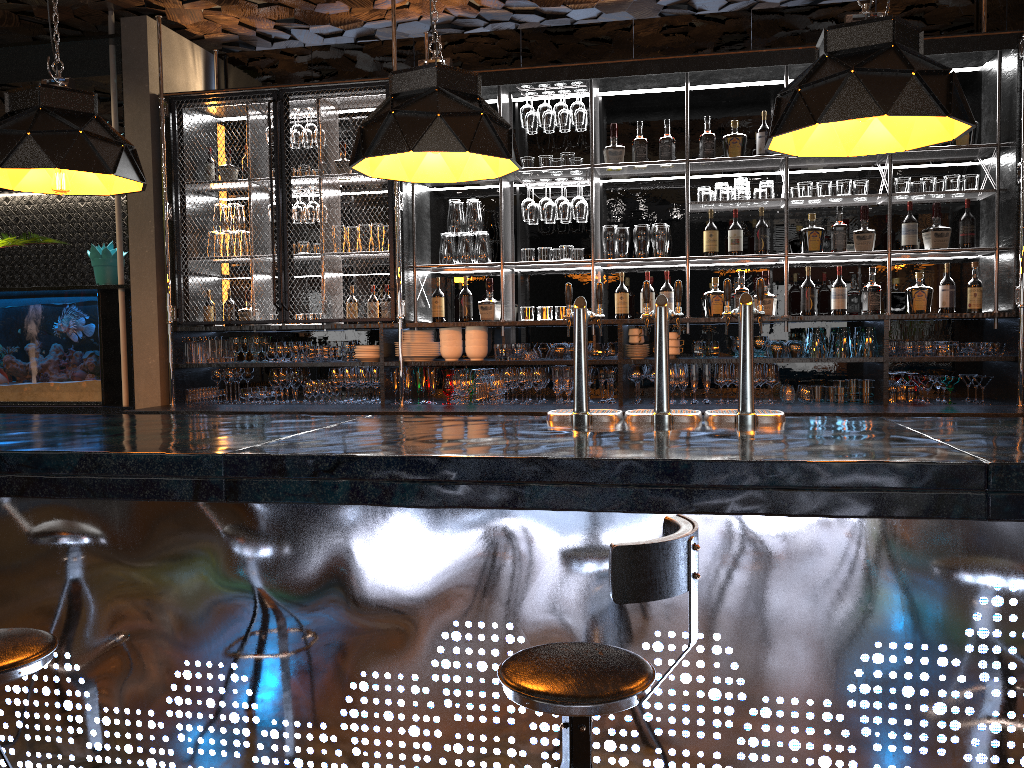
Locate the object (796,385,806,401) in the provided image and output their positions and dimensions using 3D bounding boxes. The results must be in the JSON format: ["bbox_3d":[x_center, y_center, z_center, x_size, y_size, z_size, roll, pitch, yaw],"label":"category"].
[{"bbox_3d":[1.754,0.055,5.360,0.067,0.099,0.067,-2,3,-17],"label":"object"}]

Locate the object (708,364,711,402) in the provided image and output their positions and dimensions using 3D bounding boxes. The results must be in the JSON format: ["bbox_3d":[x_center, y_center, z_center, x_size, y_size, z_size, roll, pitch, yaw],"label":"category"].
[{"bbox_3d":[1.187,-0.005,5.375,0.049,0.231,0.049,0,3,19],"label":"object"}]

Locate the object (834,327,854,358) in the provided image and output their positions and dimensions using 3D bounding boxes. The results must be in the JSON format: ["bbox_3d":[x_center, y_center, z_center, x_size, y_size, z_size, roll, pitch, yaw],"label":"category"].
[{"bbox_3d":[1.890,-0.238,5.044,0.115,0.172,0.101,-1,3,-4],"label":"object"}]

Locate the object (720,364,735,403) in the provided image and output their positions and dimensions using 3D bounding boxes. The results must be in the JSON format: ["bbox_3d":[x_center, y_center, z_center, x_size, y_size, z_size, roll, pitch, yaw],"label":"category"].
[{"bbox_3d":[1.305,-0.004,5.360,0.091,0.229,0.091,1,4,32],"label":"object"}]

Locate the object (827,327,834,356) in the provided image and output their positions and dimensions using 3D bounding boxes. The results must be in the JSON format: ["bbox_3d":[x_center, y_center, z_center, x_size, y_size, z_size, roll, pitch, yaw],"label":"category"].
[{"bbox_3d":[1.931,-0.251,5.288,0.101,0.172,0.115,0,3,16],"label":"object"}]

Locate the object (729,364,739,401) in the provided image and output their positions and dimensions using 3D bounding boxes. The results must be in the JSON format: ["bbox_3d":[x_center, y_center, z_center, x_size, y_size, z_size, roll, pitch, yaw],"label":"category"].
[{"bbox_3d":[1.382,-0.011,5.460,0.091,0.229,0.091,-2,3,-27],"label":"object"}]

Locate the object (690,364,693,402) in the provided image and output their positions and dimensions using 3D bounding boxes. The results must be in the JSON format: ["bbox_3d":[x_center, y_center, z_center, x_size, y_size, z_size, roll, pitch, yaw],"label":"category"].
[{"bbox_3d":[1.121,-0.008,5.452,0.049,0.231,0.049,-1,3,1],"label":"object"}]

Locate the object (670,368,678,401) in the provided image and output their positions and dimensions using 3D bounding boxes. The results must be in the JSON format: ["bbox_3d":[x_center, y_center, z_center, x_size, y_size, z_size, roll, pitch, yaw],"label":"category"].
[{"bbox_3d":[1.006,-0.012,5.534,0.058,0.234,0.058,0,3,14],"label":"object"}]

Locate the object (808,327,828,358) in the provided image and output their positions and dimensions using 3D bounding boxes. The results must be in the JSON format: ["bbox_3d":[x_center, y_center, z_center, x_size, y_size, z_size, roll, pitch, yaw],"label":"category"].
[{"bbox_3d":[1.752,-0.238,5.081,0.115,0.172,0.101,2,4,41],"label":"object"}]

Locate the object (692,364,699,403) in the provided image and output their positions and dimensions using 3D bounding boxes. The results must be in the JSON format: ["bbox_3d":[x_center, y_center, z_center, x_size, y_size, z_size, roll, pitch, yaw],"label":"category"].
[{"bbox_3d":[1.114,-0.004,5.387,0.049,0.231,0.049,-4,4,-42],"label":"object"}]

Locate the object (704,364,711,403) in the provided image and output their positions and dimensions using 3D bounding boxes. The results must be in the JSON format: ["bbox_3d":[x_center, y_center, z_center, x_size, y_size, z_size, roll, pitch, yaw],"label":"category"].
[{"bbox_3d":[1.169,-0.001,5.312,0.049,0.231,0.049,0,3,15],"label":"object"}]

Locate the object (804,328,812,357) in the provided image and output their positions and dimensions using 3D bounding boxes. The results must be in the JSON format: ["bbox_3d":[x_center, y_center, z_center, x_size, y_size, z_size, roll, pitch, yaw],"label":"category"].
[{"bbox_3d":[1.770,-0.244,5.200,0.115,0.172,0.101,0,3,21],"label":"object"}]

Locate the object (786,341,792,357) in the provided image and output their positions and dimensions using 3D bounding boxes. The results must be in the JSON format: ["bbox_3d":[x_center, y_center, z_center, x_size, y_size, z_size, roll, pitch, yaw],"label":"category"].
[{"bbox_3d":[1.664,-0.207,5.233,0.098,0.097,0.098,1,4,36],"label":"object"}]

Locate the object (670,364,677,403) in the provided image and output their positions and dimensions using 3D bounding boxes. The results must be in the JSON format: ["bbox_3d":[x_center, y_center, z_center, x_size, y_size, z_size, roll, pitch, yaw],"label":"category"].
[{"bbox_3d":[0.976,-0.003,5.380,0.058,0.234,0.058,1,4,34],"label":"object"}]

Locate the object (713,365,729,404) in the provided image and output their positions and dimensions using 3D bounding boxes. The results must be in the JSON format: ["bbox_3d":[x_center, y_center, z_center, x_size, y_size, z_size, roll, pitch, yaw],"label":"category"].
[{"bbox_3d":[1.240,0.003,5.252,0.091,0.229,0.091,-1,3,-3],"label":"object"}]

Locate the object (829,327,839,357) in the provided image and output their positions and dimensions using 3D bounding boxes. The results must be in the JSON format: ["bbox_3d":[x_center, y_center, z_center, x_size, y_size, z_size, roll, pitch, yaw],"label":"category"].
[{"bbox_3d":[1.910,-0.245,5.170,0.101,0.172,0.115,2,4,41],"label":"object"}]

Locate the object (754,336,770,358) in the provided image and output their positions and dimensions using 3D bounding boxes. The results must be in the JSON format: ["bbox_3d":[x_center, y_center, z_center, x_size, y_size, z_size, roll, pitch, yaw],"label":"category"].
[{"bbox_3d":[1.455,-0.217,5.195,0.108,0.126,0.108,-4,4,-44],"label":"object"}]

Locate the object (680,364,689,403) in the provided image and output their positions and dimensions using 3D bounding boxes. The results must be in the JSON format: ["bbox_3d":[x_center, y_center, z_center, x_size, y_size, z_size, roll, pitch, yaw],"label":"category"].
[{"bbox_3d":[1.043,-0.004,5.386,0.058,0.234,0.058,2,4,44],"label":"object"}]

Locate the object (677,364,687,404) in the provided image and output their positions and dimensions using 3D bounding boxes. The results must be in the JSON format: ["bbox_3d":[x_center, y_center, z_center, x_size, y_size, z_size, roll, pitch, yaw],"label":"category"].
[{"bbox_3d":[1.016,0.001,5.295,0.058,0.234,0.058,0,3,15],"label":"object"}]

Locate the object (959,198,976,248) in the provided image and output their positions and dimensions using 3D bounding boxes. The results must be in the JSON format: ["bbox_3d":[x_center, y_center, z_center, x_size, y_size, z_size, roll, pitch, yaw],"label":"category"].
[{"bbox_3d":[2.626,-0.919,5.114,0.086,0.299,0.086,-3,4,-30],"label":"object"}]

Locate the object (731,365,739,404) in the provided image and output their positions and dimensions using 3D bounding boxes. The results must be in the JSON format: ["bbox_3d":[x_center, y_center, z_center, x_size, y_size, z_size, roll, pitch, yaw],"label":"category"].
[{"bbox_3d":[1.342,0.002,5.237,0.091,0.229,0.091,-3,4,-31],"label":"object"}]

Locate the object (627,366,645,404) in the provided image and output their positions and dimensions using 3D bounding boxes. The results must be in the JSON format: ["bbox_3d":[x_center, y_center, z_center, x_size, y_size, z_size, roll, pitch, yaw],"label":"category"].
[{"bbox_3d":[0.750,0.005,5.353,0.108,0.227,0.108,-1,3,3],"label":"object"}]

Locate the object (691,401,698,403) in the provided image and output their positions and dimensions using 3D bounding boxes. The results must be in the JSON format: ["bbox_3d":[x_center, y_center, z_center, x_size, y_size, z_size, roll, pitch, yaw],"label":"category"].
[{"bbox_3d":[1.095,-0.001,5.328,0.049,0.231,0.049,0,3,20],"label":"object"}]

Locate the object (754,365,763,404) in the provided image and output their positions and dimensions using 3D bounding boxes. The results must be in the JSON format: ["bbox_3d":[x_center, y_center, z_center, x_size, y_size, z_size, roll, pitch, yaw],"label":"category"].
[{"bbox_3d":[1.431,0.002,5.218,0.091,0.229,0.091,2,4,38],"label":"object"}]

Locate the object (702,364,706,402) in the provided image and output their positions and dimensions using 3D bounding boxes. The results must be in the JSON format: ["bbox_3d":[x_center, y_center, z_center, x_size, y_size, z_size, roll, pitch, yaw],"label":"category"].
[{"bbox_3d":[1.188,-0.008,5.435,0.049,0.231,0.049,0,3,14],"label":"object"}]

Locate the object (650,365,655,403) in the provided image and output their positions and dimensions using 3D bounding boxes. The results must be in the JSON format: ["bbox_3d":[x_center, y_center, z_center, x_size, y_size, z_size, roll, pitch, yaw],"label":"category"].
[{"bbox_3d":[0.889,-0.002,5.448,0.108,0.227,0.108,-2,3,-24],"label":"object"}]

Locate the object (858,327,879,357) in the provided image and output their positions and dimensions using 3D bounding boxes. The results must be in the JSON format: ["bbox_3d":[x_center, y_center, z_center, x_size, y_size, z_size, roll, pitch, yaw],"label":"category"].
[{"bbox_3d":[2.022,-0.238,5.026,0.101,0.172,0.115,2,4,41],"label":"object"}]

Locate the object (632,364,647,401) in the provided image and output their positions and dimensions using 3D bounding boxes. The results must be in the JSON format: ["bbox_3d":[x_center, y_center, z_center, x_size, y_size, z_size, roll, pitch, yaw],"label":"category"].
[{"bbox_3d":[0.802,-0.009,5.589,0.108,0.227,0.108,2,4,42],"label":"object"}]

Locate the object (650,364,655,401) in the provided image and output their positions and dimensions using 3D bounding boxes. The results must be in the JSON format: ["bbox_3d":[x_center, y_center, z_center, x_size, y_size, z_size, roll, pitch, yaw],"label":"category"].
[{"bbox_3d":[0.913,-0.009,5.567,0.108,0.227,0.108,-4,4,-43],"label":"object"}]

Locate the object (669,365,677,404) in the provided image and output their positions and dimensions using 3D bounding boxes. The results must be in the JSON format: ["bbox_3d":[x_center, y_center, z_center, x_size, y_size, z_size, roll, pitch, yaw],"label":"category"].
[{"bbox_3d":[0.957,0.002,5.297,0.058,0.234,0.058,-3,4,-36],"label":"object"}]

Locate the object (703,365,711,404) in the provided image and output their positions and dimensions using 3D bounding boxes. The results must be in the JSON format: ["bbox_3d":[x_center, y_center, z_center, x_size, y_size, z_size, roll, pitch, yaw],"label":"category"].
[{"bbox_3d":[1.155,0.003,5.249,0.049,0.231,0.049,0,3,6],"label":"object"}]

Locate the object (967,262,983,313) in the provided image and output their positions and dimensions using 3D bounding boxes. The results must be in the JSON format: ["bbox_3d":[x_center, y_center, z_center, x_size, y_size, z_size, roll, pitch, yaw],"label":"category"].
[{"bbox_3d":[2.673,-0.554,5.122,0.080,0.299,0.080,0,3,14],"label":"object"}]

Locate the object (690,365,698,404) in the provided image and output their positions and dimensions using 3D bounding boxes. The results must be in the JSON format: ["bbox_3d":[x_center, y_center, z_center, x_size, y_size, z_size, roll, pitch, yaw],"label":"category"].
[{"bbox_3d":[1.081,0.003,5.264,0.049,0.231,0.049,0,3,23],"label":"object"}]

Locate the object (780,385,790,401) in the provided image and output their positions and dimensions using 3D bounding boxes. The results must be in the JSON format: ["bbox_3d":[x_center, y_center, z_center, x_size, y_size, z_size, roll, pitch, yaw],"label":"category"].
[{"bbox_3d":[1.660,0.055,5.383,0.067,0.100,0.067,-1,3,4],"label":"object"}]

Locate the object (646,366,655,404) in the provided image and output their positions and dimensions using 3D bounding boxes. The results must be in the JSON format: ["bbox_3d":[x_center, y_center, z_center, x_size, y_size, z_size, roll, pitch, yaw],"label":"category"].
[{"bbox_3d":[0.864,0.004,5.332,0.108,0.227,0.108,-2,3,-18],"label":"object"}]

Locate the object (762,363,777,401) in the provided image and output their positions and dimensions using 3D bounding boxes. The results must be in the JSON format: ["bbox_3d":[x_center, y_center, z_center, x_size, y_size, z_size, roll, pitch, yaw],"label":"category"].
[{"bbox_3d":[1.576,-0.012,5.424,0.091,0.229,0.091,0,3,9],"label":"object"}]

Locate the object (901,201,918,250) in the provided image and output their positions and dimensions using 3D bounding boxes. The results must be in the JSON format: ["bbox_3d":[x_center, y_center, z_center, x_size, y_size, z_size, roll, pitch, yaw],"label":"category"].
[{"bbox_3d":[2.322,-0.917,5.178,0.086,0.298,0.086,-3,4,-30],"label":"object"}]

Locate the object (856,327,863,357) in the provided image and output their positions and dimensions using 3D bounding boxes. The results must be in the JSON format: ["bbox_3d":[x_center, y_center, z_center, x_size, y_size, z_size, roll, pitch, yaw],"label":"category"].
[{"bbox_3d":[2.051,-0.245,5.140,0.115,0.172,0.101,-1,3,-4],"label":"object"}]

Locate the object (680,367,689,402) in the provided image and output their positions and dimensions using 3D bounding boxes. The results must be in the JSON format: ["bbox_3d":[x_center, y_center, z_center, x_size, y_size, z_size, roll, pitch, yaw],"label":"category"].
[{"bbox_3d":[1.063,-0.009,5.474,0.058,0.234,0.058,-1,3,-12],"label":"object"}]

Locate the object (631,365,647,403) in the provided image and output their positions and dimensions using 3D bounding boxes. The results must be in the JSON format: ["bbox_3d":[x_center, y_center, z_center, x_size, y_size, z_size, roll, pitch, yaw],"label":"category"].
[{"bbox_3d":[0.778,-0.002,5.469,0.108,0.227,0.108,-1,3,-9],"label":"object"}]

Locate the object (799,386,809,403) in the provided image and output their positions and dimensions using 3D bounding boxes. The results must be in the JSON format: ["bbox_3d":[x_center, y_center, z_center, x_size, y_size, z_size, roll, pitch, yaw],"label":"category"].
[{"bbox_3d":[1.739,0.061,5.265,0.067,0.099,0.067,-2,3,-17],"label":"object"}]

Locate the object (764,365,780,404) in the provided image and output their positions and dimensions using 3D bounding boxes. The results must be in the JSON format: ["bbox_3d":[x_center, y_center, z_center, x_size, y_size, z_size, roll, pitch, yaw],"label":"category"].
[{"bbox_3d":[1.525,0.001,5.198,0.091,0.229,0.091,-2,3,-17],"label":"object"}]

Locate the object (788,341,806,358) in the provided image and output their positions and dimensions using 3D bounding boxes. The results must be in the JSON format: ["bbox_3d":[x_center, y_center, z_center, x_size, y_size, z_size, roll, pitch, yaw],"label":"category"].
[{"bbox_3d":[1.646,-0.201,5.127,0.098,0.097,0.098,-4,4,-45],"label":"object"}]

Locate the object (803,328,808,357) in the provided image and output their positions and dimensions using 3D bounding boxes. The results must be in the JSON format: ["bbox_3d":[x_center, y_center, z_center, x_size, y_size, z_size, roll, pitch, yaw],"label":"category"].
[{"bbox_3d":[1.800,-0.251,5.318,0.115,0.172,0.101,-1,3,-4],"label":"object"}]

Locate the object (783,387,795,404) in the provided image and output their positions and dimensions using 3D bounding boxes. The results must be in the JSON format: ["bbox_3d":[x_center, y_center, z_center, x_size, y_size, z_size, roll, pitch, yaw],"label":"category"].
[{"bbox_3d":[1.612,0.067,5.165,0.067,0.100,0.067,-1,3,4],"label":"object"}]

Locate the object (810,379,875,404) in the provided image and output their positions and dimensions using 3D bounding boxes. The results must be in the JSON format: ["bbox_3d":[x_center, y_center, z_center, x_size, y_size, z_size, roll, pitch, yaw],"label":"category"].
[{"bbox_3d":[1.939,0.042,5.212,0.356,0.134,0.206,0,3,19],"label":"object"}]

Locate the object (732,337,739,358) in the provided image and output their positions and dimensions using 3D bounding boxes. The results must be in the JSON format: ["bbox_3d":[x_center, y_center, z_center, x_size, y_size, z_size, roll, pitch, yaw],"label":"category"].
[{"bbox_3d":[1.345,-0.216,5.215,0.100,0.125,0.100,-3,4,-40],"label":"object"}]

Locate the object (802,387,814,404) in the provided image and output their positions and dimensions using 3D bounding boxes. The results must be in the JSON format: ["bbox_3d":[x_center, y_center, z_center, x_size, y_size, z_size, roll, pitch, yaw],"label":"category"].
[{"bbox_3d":[1.715,0.068,5.142,0.067,0.099,0.067,-2,3,-17],"label":"object"}]

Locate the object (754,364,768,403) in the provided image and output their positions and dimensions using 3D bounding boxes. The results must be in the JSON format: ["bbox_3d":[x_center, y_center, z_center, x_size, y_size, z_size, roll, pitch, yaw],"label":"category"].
[{"bbox_3d":[1.491,-0.005,5.321,0.091,0.229,0.091,-1,3,5],"label":"object"}]

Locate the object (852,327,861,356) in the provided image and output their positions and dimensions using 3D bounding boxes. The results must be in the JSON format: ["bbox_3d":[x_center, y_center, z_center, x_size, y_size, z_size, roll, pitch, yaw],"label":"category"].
[{"bbox_3d":[2.067,-0.252,5.266,0.115,0.172,0.101,0,3,21],"label":"object"}]

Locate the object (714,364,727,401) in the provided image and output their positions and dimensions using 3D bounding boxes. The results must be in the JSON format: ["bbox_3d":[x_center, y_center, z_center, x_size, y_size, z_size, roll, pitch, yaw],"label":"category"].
[{"bbox_3d":[1.292,-0.010,5.478,0.091,0.229,0.091,-4,4,-43],"label":"object"}]

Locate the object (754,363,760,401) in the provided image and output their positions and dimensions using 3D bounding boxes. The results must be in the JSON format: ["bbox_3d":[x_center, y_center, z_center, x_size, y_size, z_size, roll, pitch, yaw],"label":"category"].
[{"bbox_3d":[1.477,-0.011,5.440,0.091,0.229,0.091,-2,3,-21],"label":"object"}]

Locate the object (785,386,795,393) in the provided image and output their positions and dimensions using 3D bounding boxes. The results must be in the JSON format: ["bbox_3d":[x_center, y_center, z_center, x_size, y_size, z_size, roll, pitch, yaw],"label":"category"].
[{"bbox_3d":[1.648,0.061,5.272,0.067,0.100,0.067,-1,3,4],"label":"object"}]

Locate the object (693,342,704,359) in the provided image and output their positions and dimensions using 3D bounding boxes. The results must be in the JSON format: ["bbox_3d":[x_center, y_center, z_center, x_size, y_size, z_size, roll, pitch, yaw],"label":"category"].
[{"bbox_3d":[1.098,-0.199,5.228,0.067,0.099,0.058,-3,4,-33],"label":"object"}]
